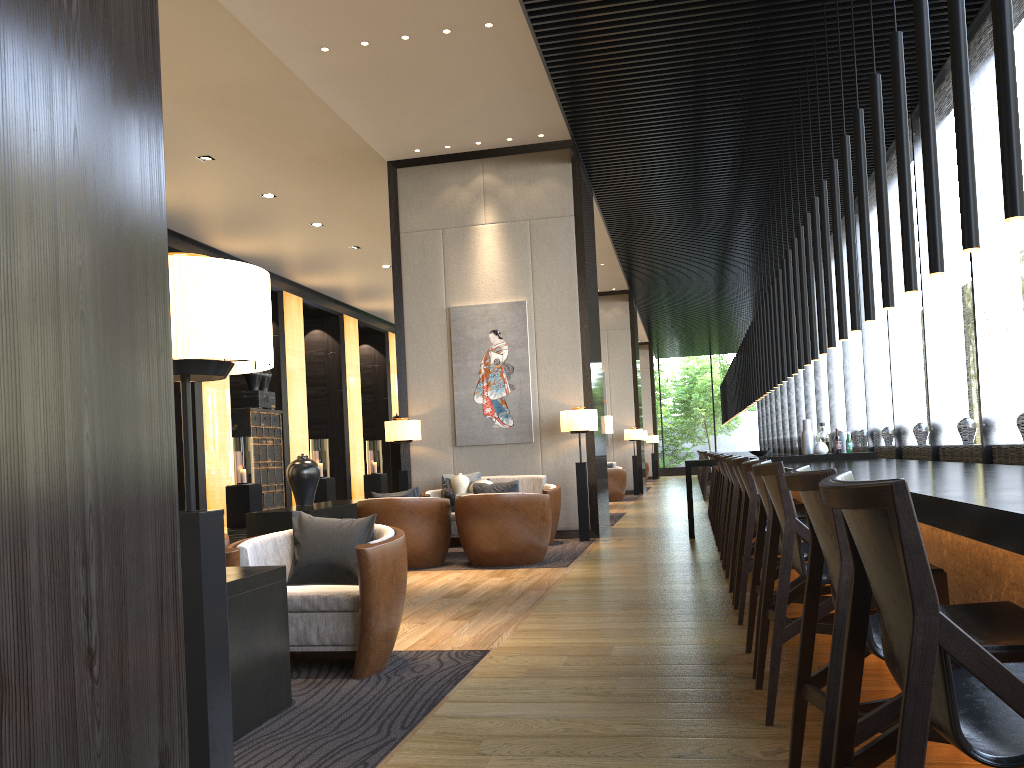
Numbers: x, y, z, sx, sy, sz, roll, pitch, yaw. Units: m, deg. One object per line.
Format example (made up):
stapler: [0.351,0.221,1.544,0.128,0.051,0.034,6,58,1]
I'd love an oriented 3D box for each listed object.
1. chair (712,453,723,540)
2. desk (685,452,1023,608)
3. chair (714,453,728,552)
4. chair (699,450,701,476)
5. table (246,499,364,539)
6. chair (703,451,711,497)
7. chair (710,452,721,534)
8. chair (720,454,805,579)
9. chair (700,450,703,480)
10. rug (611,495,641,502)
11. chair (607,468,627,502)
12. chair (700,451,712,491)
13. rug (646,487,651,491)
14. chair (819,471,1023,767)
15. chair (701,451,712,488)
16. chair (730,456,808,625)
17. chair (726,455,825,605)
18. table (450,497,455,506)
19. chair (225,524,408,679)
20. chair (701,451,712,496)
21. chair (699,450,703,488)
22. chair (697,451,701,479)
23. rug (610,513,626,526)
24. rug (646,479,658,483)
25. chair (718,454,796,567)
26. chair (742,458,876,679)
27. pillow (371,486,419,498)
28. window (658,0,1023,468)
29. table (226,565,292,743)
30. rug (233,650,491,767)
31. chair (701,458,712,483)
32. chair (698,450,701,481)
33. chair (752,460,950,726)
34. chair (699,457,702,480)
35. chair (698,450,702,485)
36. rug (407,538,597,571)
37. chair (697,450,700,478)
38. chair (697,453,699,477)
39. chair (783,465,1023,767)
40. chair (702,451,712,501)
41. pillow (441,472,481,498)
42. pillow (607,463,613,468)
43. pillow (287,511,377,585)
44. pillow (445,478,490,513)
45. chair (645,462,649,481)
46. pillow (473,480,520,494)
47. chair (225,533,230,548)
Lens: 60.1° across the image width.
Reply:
chair: [2.147,1.043,8.205,0.563,0.826,0.526,-3,-2,11]
desk: [3.581,1.438,13.462,1.781,0.758,28.790,-4,-5,11]
chair: [2.034,1.001,7.641,0.563,0.826,0.526,-3,-2,11]
chair: [5.111,2.121,22.986,0.563,0.826,0.526,-3,-2,11]
table: [-1.757,1.395,8.351,0.620,0.512,1.964,-4,-5,11]
chair: [3.605,1.573,15.478,0.563,0.826,0.526,-3,-2,11]
chair: [2.346,1.115,9.198,0.563,0.826,0.526,-3,-2,11]
chair: [1.722,0.888,6.084,0.563,0.826,0.526,-3,-2,11]
chair: [4.576,1.927,20.321,0.563,0.826,0.526,-3,-2,11]
rug: [1.437,2.207,16.894,1.959,0.008,2.246,-4,-5,11]
chair: [1.661,1.820,15.955,0.804,0.603,0.607,-4,-3,11]
chair: [4.140,1.768,18.143,0.563,0.826,0.526,-3,-2,11]
rug: [2.183,2.478,20.616,2.042,0.008,2.246,-4,-5,11]
chair: [0.775,0.543,1.361,0.563,0.826,0.526,-3,-2,11]
chair: [3.929,1.691,17.093,0.563,0.826,0.526,-3,-2,11]
chair: [1.409,0.774,4.527,0.563,0.826,0.526,-3,-2,11]
chair: [1.522,0.815,5.090,0.563,0.826,0.526,-3,-2,11]
table: [-0.369,1.318,8.218,1.042,0.516,0.576,-4,-3,11]
chair: [-0.833,0.948,3.951,0.804,0.603,0.607,-4,-3,11]
chair: [3.816,1.650,16.529,0.563,0.826,0.526,-3,-2,11]
chair: [4.463,1.886,19.757,0.563,0.826,0.526,-3,-2,11]
chair: [5.434,2.239,24.600,0.563,0.826,0.526,-3,-2,11]
rug: [0.426,1.838,11.851,2.042,0.008,2.246,-4,-5,11]
rug: [3.194,2.846,25.659,1.959,0.008,2.246,-4,-5,11]
chair: [1.835,0.929,6.647,0.563,0.826,0.526,-3,-2,11]
chair: [1.205,0.700,3.508,0.563,0.826,0.526,-3,-2,11]
pillow: [-0.959,1.020,7.311,0.442,0.337,0.205,-4,-3,18]
window: [-0.594,0.022,14.844,12.060,4.219,31.948,-4,-5,11]
table: [-1.394,0.945,3.106,1.042,0.516,0.576,-4,-3,11]
rug: [-1.318,1.204,3.157,2.042,0.008,2.246,-4,-5,11]
chair: [4.253,1.809,18.707,0.563,0.826,0.526,-3,-2,11]
chair: [5.224,2.162,23.549,0.563,0.826,0.526,-3,-2,11]
chair: [1.092,0.659,2.944,0.563,0.826,0.526,-3,-2,11]
chair: [4.900,2.045,21.935,0.563,0.826,0.526,-3,-2,11]
chair: [4.787,2.004,21.371,0.563,0.826,0.526,-3,-2,11]
rug: [-0.306,1.572,8.200,1.959,0.008,2.246,-4,-5,11]
chair: [5.758,2.357,26.214,0.563,0.826,0.526,-3,-2,11]
chair: [5.871,2.398,26.778,0.563,0.826,0.526,-3,-2,11]
chair: [0.888,0.584,1.925,0.563,0.826,0.526,-3,-2,11]
chair: [3.492,1.532,14.915,0.563,0.826,0.526,-3,-2,11]
pillow: [-0.518,1.121,9.197,0.432,0.399,0.201,-2,-2,-10]
pillow: [1.626,1.595,15.845,0.399,0.361,0.222,-4,-2,12]
pillow: [-0.817,0.744,4.072,0.442,0.337,0.205,-4,-3,18]
pillow: [-0.449,1.124,9.025,0.472,0.360,0.219,-3,-2,8]
chair: [3.435,2.466,24.805,0.804,0.603,0.607,-4,-3,11]
pillow: [-0.118,0.960,7.145,0.399,0.361,0.222,-4,-2,12]
chair: [-1.671,1.003,4.118,0.804,0.603,0.607,-4,-3,11]
